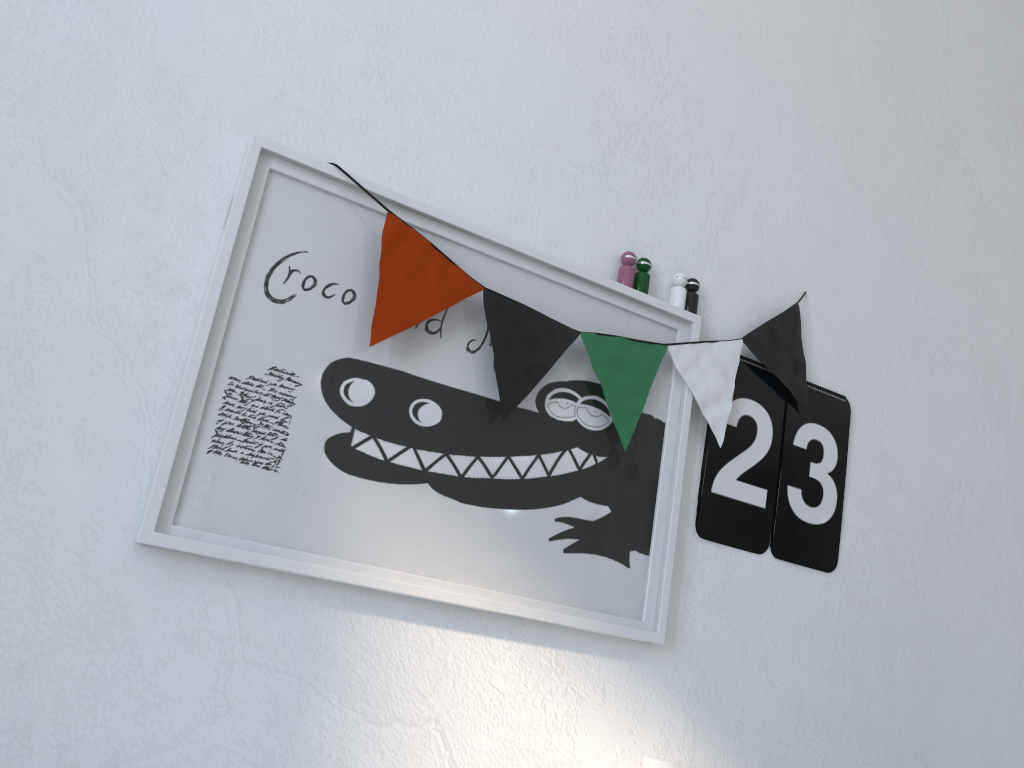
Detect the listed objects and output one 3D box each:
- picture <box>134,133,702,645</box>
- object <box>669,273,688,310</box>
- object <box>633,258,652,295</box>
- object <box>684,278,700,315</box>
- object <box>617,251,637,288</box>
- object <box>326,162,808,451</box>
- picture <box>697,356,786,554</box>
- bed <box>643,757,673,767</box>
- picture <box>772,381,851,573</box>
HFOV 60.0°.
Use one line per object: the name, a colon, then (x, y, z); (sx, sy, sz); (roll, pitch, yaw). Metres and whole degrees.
picture: (-0.056, 0.033, 1.156); (0.704, 0.491, 0.030); (18, -18, -26)
object: (0.257, -0.142, 1.368); (0.025, 0.063, 0.025); (20, -19, -30)
object: (0.196, -0.161, 1.340); (0.025, 0.063, 0.025); (19, -18, -28)
object: (0.278, -0.135, 1.380); (0.025, 0.063, 0.025); (20, -19, -32)
object: (0.172, -0.169, 1.328); (0.025, 0.063, 0.025); (20, -19, -30)
object: (0.119, -0.108, 1.279); (0.905, 0.414, 0.058); (18, -18, -27)
picture: (0.364, 0.106, 1.393); (0.152, 0.301, 0.010); (18, -18, -26)
bed: (-0.215, 0.678, 0.546); (1.405, 0.831, 0.671); (18, -18, -26)
picture: (0.496, 0.148, 1.460); (0.153, 0.304, 0.013); (18, -18, -26)
